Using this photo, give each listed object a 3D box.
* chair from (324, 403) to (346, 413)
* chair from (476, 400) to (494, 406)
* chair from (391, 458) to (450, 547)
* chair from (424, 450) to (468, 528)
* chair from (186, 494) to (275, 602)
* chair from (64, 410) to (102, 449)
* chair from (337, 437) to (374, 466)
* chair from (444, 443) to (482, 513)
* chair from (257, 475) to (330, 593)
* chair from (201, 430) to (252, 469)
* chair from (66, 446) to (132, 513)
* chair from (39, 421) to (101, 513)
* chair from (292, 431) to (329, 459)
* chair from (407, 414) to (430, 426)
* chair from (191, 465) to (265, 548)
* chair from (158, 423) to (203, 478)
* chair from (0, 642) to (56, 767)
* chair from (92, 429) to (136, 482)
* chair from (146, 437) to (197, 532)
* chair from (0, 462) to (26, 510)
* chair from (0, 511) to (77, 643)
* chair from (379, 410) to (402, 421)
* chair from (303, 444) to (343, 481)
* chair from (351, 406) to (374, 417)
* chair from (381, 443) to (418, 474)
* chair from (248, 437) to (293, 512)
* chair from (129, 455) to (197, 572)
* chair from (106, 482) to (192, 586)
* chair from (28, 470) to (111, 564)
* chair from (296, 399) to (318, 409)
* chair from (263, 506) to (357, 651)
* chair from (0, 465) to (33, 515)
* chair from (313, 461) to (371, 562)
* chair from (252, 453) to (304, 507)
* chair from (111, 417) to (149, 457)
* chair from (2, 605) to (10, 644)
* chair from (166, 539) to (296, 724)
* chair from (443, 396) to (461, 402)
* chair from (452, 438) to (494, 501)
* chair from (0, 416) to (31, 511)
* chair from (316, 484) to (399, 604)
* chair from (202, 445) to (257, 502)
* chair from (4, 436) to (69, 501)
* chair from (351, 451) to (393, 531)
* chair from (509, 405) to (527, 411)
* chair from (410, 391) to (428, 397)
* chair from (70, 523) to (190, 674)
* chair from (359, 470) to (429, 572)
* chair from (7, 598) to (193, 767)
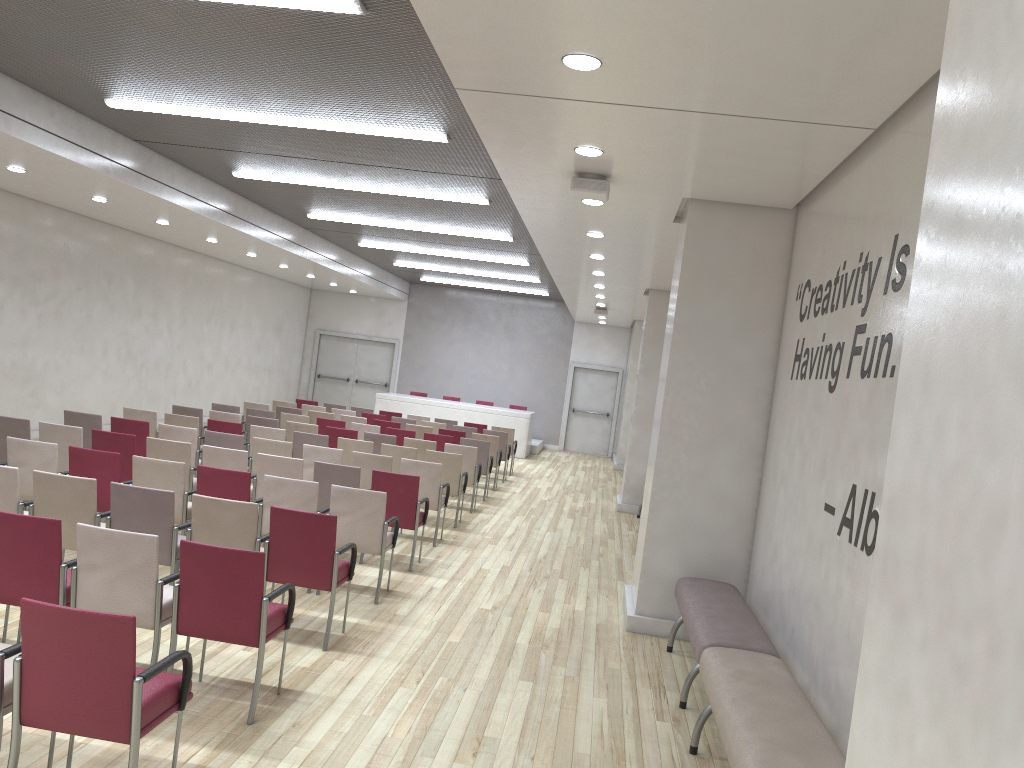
[{"bbox_3d":[-3.428,0.827,17.342,0.513,0.890,0.640,8,1,6],"label":"chair"},{"bbox_3d":[-0.767,0.878,22.204,0.513,0.890,0.640,8,1,5],"label":"chair"},{"bbox_3d":[-0.975,1.253,9.661,0.513,0.890,0.640,8,1,7],"label":"chair"},{"bbox_3d":[-0.835,1.254,10.892,0.513,0.890,0.640,8,1,6],"label":"chair"},{"bbox_3d":[-1.892,1.184,6.052,0.513,0.890,0.640,8,1,5],"label":"chair"},{"bbox_3d":[-4.754,0.754,10.069,0.513,0.890,0.640,8,1,6],"label":"chair"},{"bbox_3d":[-1.915,1.112,11.006,0.513,0.890,0.640,8,1,5],"label":"chair"},{"bbox_3d":[-0.704,1.255,12.105,0.513,0.890,0.640,8,1,5],"label":"chair"},{"bbox_3d":[-1.765,1.183,7.274,0.513,0.890,0.640,8,1,5],"label":"chair"},{"bbox_3d":[-3.133,0.969,9.883,0.513,0.890,0.640,8,1,6],"label":"chair"},{"bbox_3d":[-3.389,0.969,7.446,0.513,0.890,0.640,8,1,7],"label":"chair"},{"bbox_3d":[-4.343,0.826,8.777,0.513,0.890,0.640,8,1,6],"label":"chair"},{"bbox_3d":[-2.459,1.040,11.054,0.513,0.890,0.640,8,1,7],"label":"chair"},{"bbox_3d":[-1.796,1.042,17.174,0.513,0.890,0.640,8,1,7],"label":"chair"},{"bbox_3d":[-2.313,1.111,7.332,0.513,0.890,0.640,8,1,6],"label":"chair"},{"bbox_3d":[-3.666,0.898,9.958,0.513,0.890,0.640,8,1,6],"label":"chair"},{"bbox_3d":[-2.157,1.183,3.599,0.513,0.890,0.640,8,1,7],"label":"chair"},{"bbox_3d":[-3.807,0.897,8.717,0.513,0.890,0.640,8,1,6],"label":"chair"},{"bbox_3d":[-3.266,0.968,8.665,0.513,0.890,0.640,8,1,6],"label":"chair"},{"bbox_3d":[-4.477,0.825,7.567,0.513,0.890,0.640,8,1,6],"label":"chair"},{"bbox_3d":[-2.578,1.110,4.892,0.513,0.890,0.640,8,1,5],"label":"chair"},{"bbox_3d":[-2.344,0.970,17.229,0.513,0.890,0.640,8,1,5],"label":"chair"},{"bbox_3d":[-2.040,1.113,9.779,0.513,0.890,0.640,8,1,7],"label":"chair"},{"bbox_3d":[-2.892,0.897,17.296,0.513,0.890,0.640,8,1,7],"label":"chair"},{"bbox_3d":[-1.380,1.183,10.934,0.513,0.890,0.640,8,1,5],"label":"chair"},{"bbox_3d":[-2.601,1.039,9.830,0.513,0.890,0.640,8,1,6],"label":"chair"},{"bbox_3d":[-2.848,1.040,7.383,0.513,0.890,0.640,8,1,6],"label":"chair"},{"bbox_3d":[-2.441,1.111,6.097,0.513,0.890,0.640,8,1,7],"label":"chair"},{"bbox_3d":[-2.992,1.039,6.166,0.513,0.890,0.640,8,1,5],"label":"chair"},{"bbox_3d":[-3.982,0.754,17.400,0.513,0.890,0.640,8,1,6],"label":"chair"},{"bbox_3d":[-1.361,1.254,5.990,0.513,0.890,0.640,8,1,6],"label":"chair"},{"bbox_3d":[-3.520,0.969,6.212,0.513,0.890,0.640,8,1,7],"label":"chair"},{"bbox_3d":[-1.638,1.183,8.502,0.513,0.890,0.640,8,1,7],"label":"chair"},{"bbox_3d":[-2.181,1.111,8.549,0.513,0.890,0.640,8,1,6],"label":"chair"},{"bbox_3d":[-4.214,0.826,10.013,0.513,0.890,0.640,8,1,6],"label":"chair"},{"bbox_3d":[-3.123,1.038,4.947,0.513,0.890,0.640,8,1,6],"label":"chair"},{"bbox_3d":[-1.485,1.255,4.758,0.513,0.890,0.640,8,1,6],"label":"chair"},{"bbox_3d":[-1.613,0.766,22.295,0.513,0.890,0.640,8,1,5],"label":"chair"},{"bbox_3d":[-0.569,1.255,13.329,0.513,0.890,0.640,8,1,5],"label":"chair"},{"bbox_3d":[-4.888,0.754,8.850,0.513,0.890,0.640,8,1,5],"label":"chair"},{"bbox_3d":[-1.222,1.255,7.212,0.513,0.890,0.640,8,1,5],"label":"chair"},{"bbox_3d":[-2.713,1.041,8.617,0.513,0.890,0.640,8,1,7],"label":"chair"},{"bbox_3d":[-3.929,0.897,7.512,0.513,0.890,0.640,8,1,7],"label":"chair"},{"bbox_3d":[-1.508,1.183,9.723,0.513,0.890,0.640,8,1,6],"label":"chair"},{"bbox_3d":[0.079,0.989,22.113,0.513,0.890,0.640,8,1,5],"label":"chair"},{"bbox_3d":[-2.459,0.654,22.385,0.513,0.890,0.640,8,1,5],"label":"chair"},{"bbox_3d":[-2.038,1.182,4.822,0.513,0.890,0.640,8,1,7],"label":"chair"},{"bbox_3d":[-1.088,1.256,8.426,0.513,0.890,0.640,8,1,6],"label":"chair"},{"bbox_3d":[-1.616,1.255,3.536,0.513,0.890,0.640,8,1,5],"label":"chair"}]
